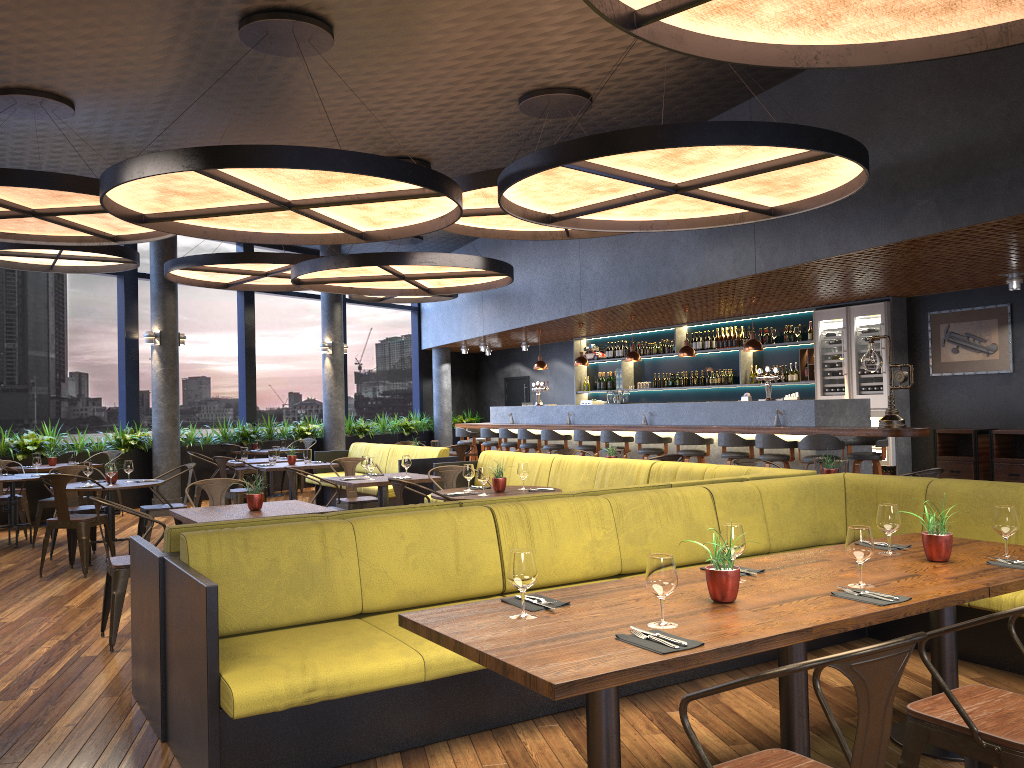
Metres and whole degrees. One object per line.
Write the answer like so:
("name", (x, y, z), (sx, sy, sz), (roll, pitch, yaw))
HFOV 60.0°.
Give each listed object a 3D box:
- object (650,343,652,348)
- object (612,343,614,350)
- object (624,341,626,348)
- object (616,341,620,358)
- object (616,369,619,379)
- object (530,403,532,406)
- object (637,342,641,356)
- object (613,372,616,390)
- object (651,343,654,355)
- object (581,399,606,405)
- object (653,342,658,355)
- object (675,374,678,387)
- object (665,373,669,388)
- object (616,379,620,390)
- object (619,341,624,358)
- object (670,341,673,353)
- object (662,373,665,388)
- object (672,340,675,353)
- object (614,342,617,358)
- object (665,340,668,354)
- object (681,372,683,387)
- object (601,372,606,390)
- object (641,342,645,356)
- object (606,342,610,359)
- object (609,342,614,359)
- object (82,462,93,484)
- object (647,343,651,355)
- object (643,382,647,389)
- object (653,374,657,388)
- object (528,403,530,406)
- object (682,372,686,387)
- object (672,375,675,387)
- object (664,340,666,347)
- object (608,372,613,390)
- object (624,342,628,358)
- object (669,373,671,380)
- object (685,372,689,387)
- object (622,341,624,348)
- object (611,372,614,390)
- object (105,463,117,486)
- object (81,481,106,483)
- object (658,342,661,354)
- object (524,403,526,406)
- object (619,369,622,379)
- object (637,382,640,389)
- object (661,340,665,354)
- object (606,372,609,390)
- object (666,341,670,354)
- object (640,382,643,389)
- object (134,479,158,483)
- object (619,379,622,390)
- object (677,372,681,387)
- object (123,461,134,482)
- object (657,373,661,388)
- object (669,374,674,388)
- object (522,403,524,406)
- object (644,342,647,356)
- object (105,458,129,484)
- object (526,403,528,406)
("object", (2.462, -0.608, 15.663), (0.068, 0.217, 0.068), (-1, -2, -27))
("object", (1.877, -0.619, 16.584), (0.085, 0.310, 0.086), (-2, -1, 9))
("object", (2.086, -0.632, 16.245), (0.085, 0.310, 0.086), (-2, -1, 9))
("object", (1.953, -0.628, 16.284), (0.085, 0.310, 0.086), (-1, -1, -13))
("object", (1.971, -0.181, 16.320), (0.080, 0.192, 0.098), (-1, -2, -32))
("object", (0.362, 0.378, 16.542), (0.042, 0.059, 0.042), (0, -2, -34))
("object", (2.263, -0.617, 15.819), (0.063, 0.254, 0.063), (-2, -2, 31))
("object", (1.938, -0.058, 16.551), (0.094, 0.340, 0.094), (-1, -1, -9))
("object", (2.482, -0.610, 15.579), (0.068, 0.217, 0.068), (-1, -1, -12))
("object", (1.488, 0.572, 16.863), (0.550, 0.569, 0.355), (-1, -2, -32))
("object", (2.498, -0.617, 15.430), (0.088, 0.224, 0.088), (0, -2, -37))
("object", (2.829, -0.053, 15.166), (0.088, 0.224, 0.088), (-2, -2, 33))
("object", (2.668, -0.061, 15.282), (0.063, 0.254, 0.063), (-1, -1, -4))
("object", (1.974, 0.011, 16.315), (0.080, 0.192, 0.098), (-1, -2, -32))
("object", (2.005, -0.631, 16.195), (0.085, 0.310, 0.086), (-1, -1, 2))
("object", (2.738, -0.626, 15.164), (0.068, 0.217, 0.068), (-1, -2, -27))
("object", (2.637, -0.057, 15.410), (0.063, 0.254, 0.063), (-2, -1, 16))
("object", (2.755, -0.634, 15.011), (0.088, 0.224, 0.088), (-1, -1, -17))
("object", (1.926, -0.622, 16.499), (0.085, 0.310, 0.086), (-1, -1, -21))
("object", (2.678, -0.639, 15.315), (0.063, 0.254, 0.063), (-1, -1, -4))
("object", (2.887, -0.072, 15.019), (0.063, 0.254, 0.063), (-1, -1, 1))
("object", (1.718, -0.049, 16.690), (0.094, 0.340, 0.094), (-1, -1, -18))
("object", (2.312, -0.621, 15.704), (0.063, 0.254, 0.063), (-1, -1, -14))
("object", (1.797, -0.618, 16.534), (0.085, 0.310, 0.086), (-1, -1, 2))
("object", (1.843, -0.621, 16.453), (0.085, 0.310, 0.086), (-1, -1, -4))
("object", (-4.087, 0.861, 8.546), (0.097, 0.206, 0.097), (-2, -1, 10))
("object", (2.398, -0.609, 15.537), (0.068, 0.217, 0.068), (0, -2, -42))
("object", (2.368, 0.023, 15.734), (0.084, 0.119, 0.084), (-2, -1, 13))
("object", (2.494, -0.053, 15.454), (0.063, 0.254, 0.063), (-2, -2, 31))
("object", (0.319, 0.379, 16.516), (0.042, 0.059, 0.042), (0, -2, -34))
("object", (2.880, -0.076, 14.863), (0.063, 0.254, 0.063), (-2, -1, 11))
("object", (2.759, -0.049, 15.237), (0.088, 0.224, 0.088), (-2, -1, 23))
("object", (2.655, -0.636, 15.400), (0.063, 0.254, 0.063), (-1, -2, -24))
("object", (1.838, -0.056, 16.516), (0.094, 0.340, 0.094), (-2, -1, 8))
("object", (2.071, -0.617, 16.098), (0.083, 0.301, 0.083), (-1, -2, -24))
("object", (2.742, -0.062, 15.332), (0.063, 0.254, 0.063), (-2, -2, 31))
("object", (2.938, -0.076, 14.925), (0.063, 0.254, 0.063), (-2, -2, 31))
("object", (2.038, -0.629, 16.327), (0.085, 0.310, 0.086), (-1, -1, -4))
("object", (1.873, -0.054, 16.639), (0.094, 0.340, 0.094), (-1, -1, -22))
("object", (-3.742, 0.846, 8.273), (0.097, 0.206, 0.097), (-1, -2, -25))
("object", (-4.098, 0.959, 8.718), (0.255, 0.019, 0.157), (-2, -2, 36))
("object", (2.592, -0.618, 15.479), (0.088, 0.224, 0.088), (0, -2, -37))
("object", (0.242, 0.379, 16.461), (0.042, 0.059, 0.042), (0, -2, -34))
("object", (2.022, -0.185, 16.233), (0.080, 0.192, 0.098), (-1, -2, -32))
("object", (2.279, 0.029, 15.880), (0.084, 0.119, 0.084), (-2, -1, 13))
("object", (2.596, -0.638, 15.279), (0.063, 0.254, 0.063), (-2, -1, 16))
("object", (1.820, -0.051, 16.722), (0.094, 0.340, 0.094), (-1, -1, -9))
("object", (2.654, -0.626, 15.121), (0.068, 0.217, 0.068), (-3, -2, 43))
("object", (2.323, 0.026, 15.808), (0.084, 0.119, 0.084), (-2, -1, 13))
("object", (-3.595, 0.946, 8.661), (0.255, 0.019, 0.157), (0, -2, -33))
("object", (2.027, 0.008, 16.229), (0.080, 0.192, 0.098), (-1, -2, -32))
("object", (2.814, -0.071, 14.983), (0.063, 0.254, 0.063), (-1, -1, -14))
("object", (-3.765, 0.857, 8.711), (0.097, 0.206, 0.097), (-2, -2, 30))
("object", (2.547, -0.056, 15.368), (0.063, 0.254, 0.063), (0, -2, -44))
("object", (2.719, -0.051, 15.131), (0.088, 0.224, 0.088), (-1, -1, -17))
("object", (0.201, 0.380, 16.437), (0.042, 0.059, 0.042), (0, -2, -34))
("object", (2.387, -0.621, 15.791), (0.063, 0.254, 0.063), (-2, -1, 6))
("object", (-3.844, 0.819, 8.523), (0.260, 0.271, 0.238), (-2, -1, 7))
("object", (0.285, 0.379, 16.477), (0.042, 0.059, 0.042), (0, -2, -34))
